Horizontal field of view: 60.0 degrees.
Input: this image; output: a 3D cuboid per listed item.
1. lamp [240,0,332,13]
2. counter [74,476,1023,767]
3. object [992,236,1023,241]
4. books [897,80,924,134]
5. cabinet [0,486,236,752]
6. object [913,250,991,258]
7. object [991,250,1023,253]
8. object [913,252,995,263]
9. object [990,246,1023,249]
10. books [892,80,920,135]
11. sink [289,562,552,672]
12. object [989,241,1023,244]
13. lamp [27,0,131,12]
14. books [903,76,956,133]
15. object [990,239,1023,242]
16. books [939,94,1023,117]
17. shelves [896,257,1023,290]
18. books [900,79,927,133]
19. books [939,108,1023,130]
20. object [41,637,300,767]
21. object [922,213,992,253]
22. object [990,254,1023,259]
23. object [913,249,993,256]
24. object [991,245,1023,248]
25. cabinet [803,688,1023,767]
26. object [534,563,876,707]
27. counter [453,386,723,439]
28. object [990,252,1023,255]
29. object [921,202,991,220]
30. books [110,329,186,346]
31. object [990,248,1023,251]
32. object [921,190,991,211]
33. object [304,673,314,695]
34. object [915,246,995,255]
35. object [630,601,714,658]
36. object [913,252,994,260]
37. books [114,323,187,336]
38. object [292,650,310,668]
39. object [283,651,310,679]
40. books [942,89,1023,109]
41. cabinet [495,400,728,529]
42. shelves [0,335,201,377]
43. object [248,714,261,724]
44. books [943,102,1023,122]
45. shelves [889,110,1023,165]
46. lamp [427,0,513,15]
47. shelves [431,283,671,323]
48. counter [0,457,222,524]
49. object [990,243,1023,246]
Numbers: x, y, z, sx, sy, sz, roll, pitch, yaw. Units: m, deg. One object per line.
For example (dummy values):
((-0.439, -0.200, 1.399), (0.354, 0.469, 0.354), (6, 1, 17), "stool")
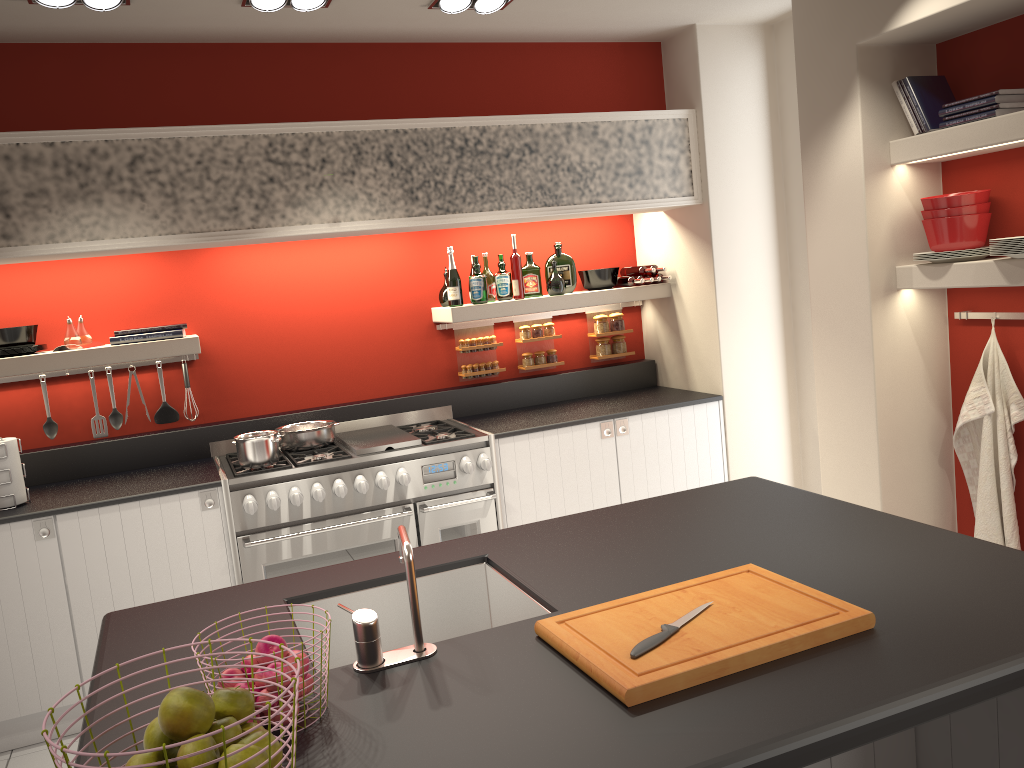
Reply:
((-0.916, -1.590, 3.621), (0.361, 0.104, 0.199), (-8, 7, -21), "lamp")
((0.143, 0.529, 2.018), (2.055, 0.050, 1.416), (-9, 7, -21), "counter")
((1.966, -0.544, 3.295), (0.339, 0.020, 0.339), (-9, 8, -22), "object")
((1.740, -1.161, 3.714), (0.208, 0.242, 0.126), (-8, 7, -21), "books")
((-2.002, 1.015, 4.107), (1.361, 0.993, 0.687), (-8, 7, -21), "cabinet")
((1.853, -0.535, 3.688), (0.339, 0.020, 0.339), (-8, 7, -18), "object")
((1.970, -0.499, 3.300), (0.339, 0.020, 0.339), (-9, 8, -22), "object")
((1.855, -0.522, 3.689), (0.339, 0.020, 0.339), (-8, 7, -18), "object")
((1.969, -0.512, 3.299), (0.339, 0.020, 0.339), (-9, 8, -22), "object")
((1.735, -1.169, 3.744), (0.210, 0.248, 0.136), (-8, 7, -21), "books")
((-0.221, 0.677, 2.149), (0.568, 0.258, 0.516), (-8, 7, -21), "sink")
((1.967, -0.531, 3.297), (0.339, 0.020, 0.339), (-9, 8, -22), "object")
((-1.638, -1.481, 3.343), (0.361, 0.109, 0.199), (-8, 7, -21), "lamp")
((1.750, -1.158, 3.667), (0.207, 0.246, 0.136), (-8, 7, -21), "books")
((1.966, -0.537, 3.296), (0.339, 0.020, 0.339), (-9, 8, -22), "object")
((1.843, -1.082, 3.452), (0.207, 0.030, 0.258), (-9, 7, -21), "books")
((2.307, -0.397, 2.813), (0.437, 0.100, 2.395), (-8, 7, -21), "shelves")
((1.747, -1.161, 3.695), (0.209, 0.243, 0.126), (-8, 7, -21), "books")
((1.848, -1.033, 3.458), (0.207, 0.030, 0.258), (-9, 7, -21), "books")
((-0.460, 0.540, 1.258), (0.341, 0.232, 0.341), (-4, 7, 12), "object")
((1.845, -0.620, 3.678), (0.260, 0.146, 0.261), (-8, 7, -17), "object")
((1.972, -0.486, 3.302), (0.339, 0.020, 0.339), (-9, 8, -22), "object")
((1.853, -0.541, 3.687), (0.339, 0.020, 0.339), (-8, 7, -18), "object")
((1.968, -0.518, 3.298), (0.339, 0.020, 0.339), (-9, 8, -22), "object")
((0.191, 1.056, 2.078), (2.035, 1.010, 1.424), (-8, 7, -21), "cabinet")
((0.381, 0.489, 1.805), (0.570, 0.033, 0.373), (-9, 8, -22), "object")
((0.411, 0.143, 4.994), (1.360, 0.026, 0.699), (-9, 7, -21), "counter")
((1.971, -0.493, 3.301), (0.339, 0.020, 0.339), (-9, 8, -22), "object")
((1.838, -0.663, 3.671), (0.260, 0.159, 0.260), (-12, 9, -39), "object")
((-1.793, -0.234, 4.382), (0.331, 0.042, 0.207), (-8, 7, -16), "books")
((1.970, -0.506, 3.300), (0.339, 0.020, 0.339), (-9, 8, -22), "object")
((1.831, -0.711, 3.660), (0.260, 0.161, 0.260), (-1, 9, 36), "object")
((-0.390, 0.555, 1.641), (0.046, 0.043, 0.046), (-4, 7, 19), "object")
((1.852, -0.548, 3.686), (0.339, 0.020, 0.339), (-8, 7, -18), "object")
((0.316, 0.480, 1.754), (0.035, 0.010, 0.303), (0, 9, 39), "object")
((1.854, -0.529, 3.688), (0.339, 0.020, 0.339), (-8, 7, -18), "object")
((-1.789, -0.272, 4.403), (0.332, 0.026, 0.207), (-8, 7, -20), "books")
((-0.414, 0.537, 1.694), (0.055, 0.056, 0.055), (-7, 7, -11), "object")
((-0.395, 0.515, 1.617), (0.051, 0.055, 0.056), (-7, 7, -7), "object")
((1.852, -1.106, 3.441), (0.207, 0.019, 0.258), (-8, 7, -20), "books")
((0.464, 0.646, 5.055), (1.361, 0.993, 0.687), (-8, 7, -21), "cabinet")
((-2.227, -0.110, 4.252), (1.379, 0.083, 0.376), (-9, 7, -21), "shelves")
((-0.470, 0.597, 1.567), (0.049, 0.049, 0.050), (-1, 8, 35), "object")
((1.857, -1.057, 3.447), (0.207, 0.019, 0.258), (-8, 7, -20), "books")
((2.253, -0.922, 2.751), (0.437, 0.100, 2.395), (-8, 7, -21), "shelves")
((-0.175, -1.702, 3.906), (0.361, 0.103, 0.199), (-8, 7, -21), "lamp")
((0.244, -0.480, 5.201), (1.379, 0.083, 0.376), (-9, 7, -21), "shelves")
((-2.050, 0.511, 4.048), (1.360, 0.026, 0.699), (-9, 7, -21), "counter")
((1.968, -0.525, 3.297), (0.339, 0.020, 0.339), (-9, 8, -22), "object")
